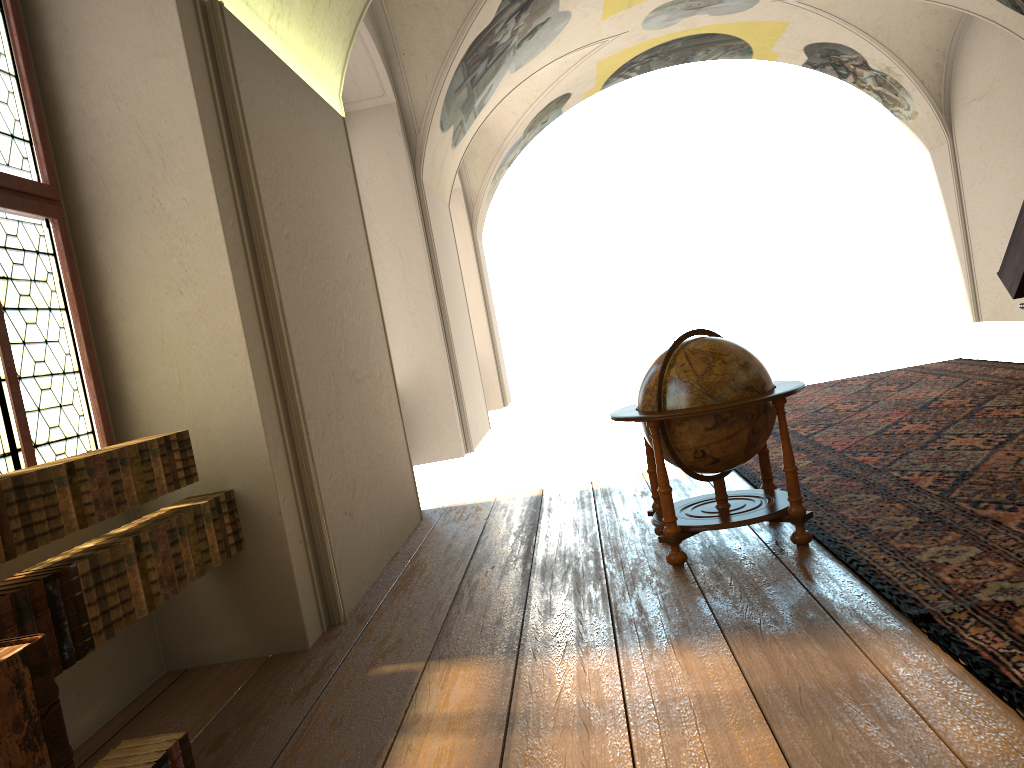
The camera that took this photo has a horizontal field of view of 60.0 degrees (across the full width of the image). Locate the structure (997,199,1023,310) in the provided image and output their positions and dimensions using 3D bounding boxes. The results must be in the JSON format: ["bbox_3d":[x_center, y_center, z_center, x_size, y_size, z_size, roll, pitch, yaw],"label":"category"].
[{"bbox_3d":[4.165,-0.421,5.509,1.245,1.984,1.888,-10,4,4],"label":"structure"}]

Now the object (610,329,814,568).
[{"bbox_3d":[1.331,0.351,5.919,1.280,1.450,1.276,-7,5,42],"label":"object"}]
